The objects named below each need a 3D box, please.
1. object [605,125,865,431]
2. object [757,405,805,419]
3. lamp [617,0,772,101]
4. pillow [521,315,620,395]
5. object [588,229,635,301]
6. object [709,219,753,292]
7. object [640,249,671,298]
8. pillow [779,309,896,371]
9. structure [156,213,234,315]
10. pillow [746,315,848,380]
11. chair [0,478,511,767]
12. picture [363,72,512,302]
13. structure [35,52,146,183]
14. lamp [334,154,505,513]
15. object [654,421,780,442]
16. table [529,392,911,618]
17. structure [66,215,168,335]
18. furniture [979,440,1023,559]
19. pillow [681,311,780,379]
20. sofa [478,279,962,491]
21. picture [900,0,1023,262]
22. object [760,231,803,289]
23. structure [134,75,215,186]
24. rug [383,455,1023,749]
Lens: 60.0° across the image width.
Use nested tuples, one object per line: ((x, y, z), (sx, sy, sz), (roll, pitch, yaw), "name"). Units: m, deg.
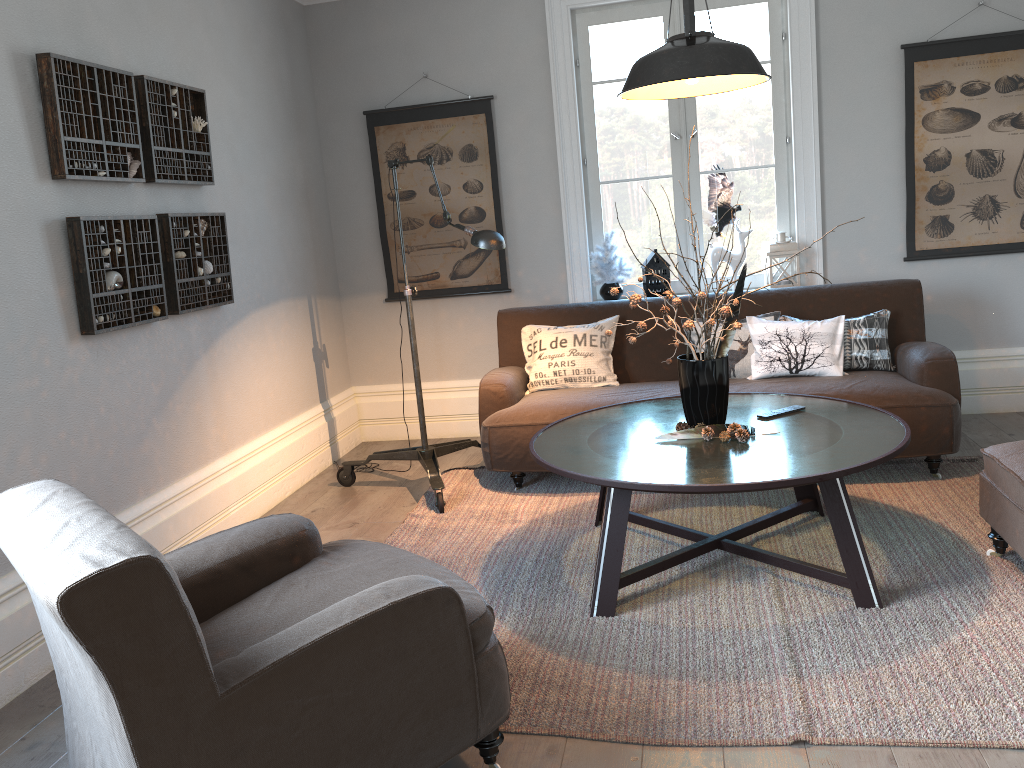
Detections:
((0.750, -0.348, 2.982), (0.853, 1.065, 0.526), (-9, 10, -17), "object")
((1.008, 0.103, 3.319), (0.207, 0.011, 0.051), (-11, 12, -28), "object")
((0.553, -1.511, 2.861), (0.504, 1.074, 0.504), (-11, 12, -30), "lamp")
((0.299, -0.144, 4.563), (0.519, 0.368, 0.240), (-3, 10, 11), "pillow")
((0.550, -0.683, 5.111), (0.248, 0.423, 0.263), (-14, 14, -42), "object")
((1.217, -0.701, 4.905), (0.239, 0.409, 0.129), (-4, 10, 8), "object")
((0.824, -0.630, 5.077), (0.155, 0.284, 0.155), (-5, 10, 2), "object")
((1.573, -0.201, 4.305), (0.542, 0.288, 0.183), (-3, 10, 13), "pillow")
((-1.365, -0.534, 3.860), (0.086, 0.415, 0.468), (-3, 10, 11), "structure")
((1.354, -0.180, 4.234), (0.471, 0.309, 0.188), (-3, 10, 12), "pillow")
((-0.560, 0.578, 2.063), (0.970, 0.794, 0.807), (-13, 13, -37), "chair")
((-0.449, -1.168, 5.264), (0.793, 1.312, 0.057), (-3, 10, 11), "picture")
((-1.531, -0.950, 3.234), (0.099, 0.415, 0.468), (-3, 10, 11), "structure")
((-0.542, -0.312, 4.614), (0.798, 1.643, 1.864), (-14, 13, -40), "lamp")
((0.704, 0.157, 3.061), (0.404, 0.067, 0.153), (0, 12, 29), "object")
((0.731, 0.410, 3.200), (1.300, 0.503, 1.301), (-5, 10, 4), "table")
((-1.465, -0.421, 3.331), (0.086, 0.415, 0.468), (-3, 10, 11), "structure")
((1.820, 0.409, 2.728), (0.583, 0.439, 0.575), (-3, 10, 12), "furniture")
((1.083, -0.169, 4.367), (0.472, 0.347, 0.159), (-4, 10, 9), "pillow")
((0.948, 0.004, 4.355), (2.165, 0.824, 0.970), (-3, 10, 11), "sofa")
((2.475, -1.336, 4.674), (0.793, 1.312, 0.057), (-3, 10, 11), "picture")
((1.492, -0.684, 4.916), (0.193, 0.321, 0.193), (-4, 10, 5), "object")
((-1.409, -1.056, 3.747), (0.105, 0.415, 0.468), (-3, 10, 11), "structure")
((0.784, 0.593, 3.262), (2.818, 0.090, 2.403), (-3, 10, 12), "rug")
